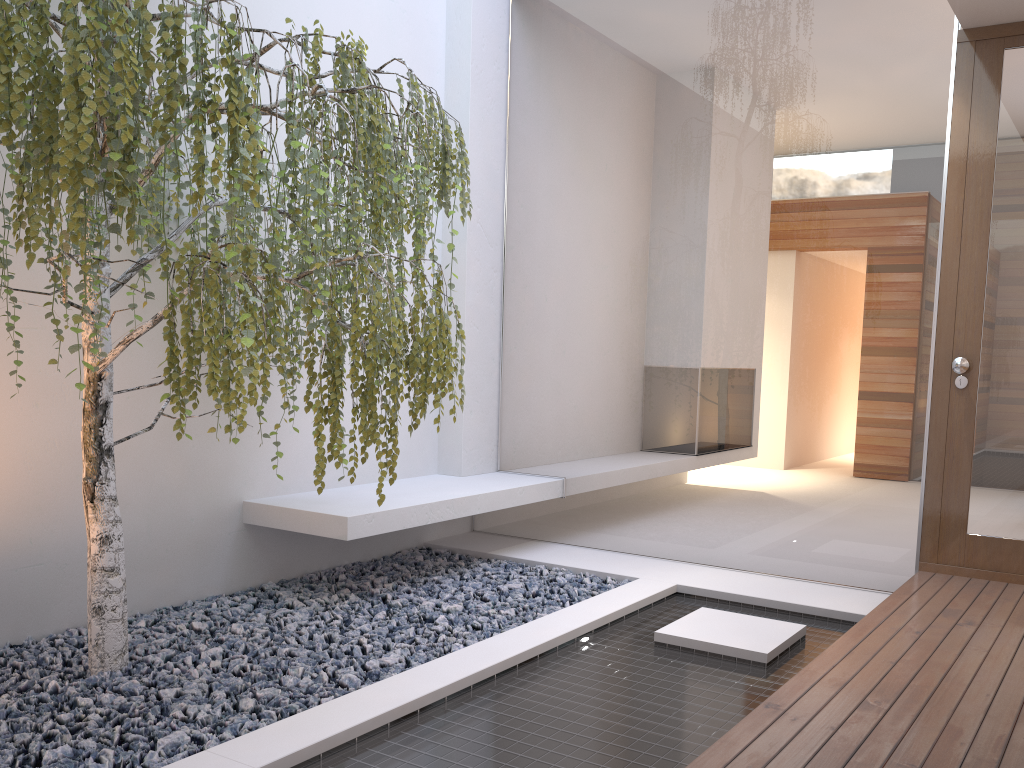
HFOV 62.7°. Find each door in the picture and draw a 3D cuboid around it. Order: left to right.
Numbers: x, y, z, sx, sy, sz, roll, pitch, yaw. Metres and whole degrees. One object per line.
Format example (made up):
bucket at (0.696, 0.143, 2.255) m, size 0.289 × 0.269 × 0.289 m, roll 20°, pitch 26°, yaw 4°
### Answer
door at (2.376, -0.320, 3.618) m, size 0.836 × 2.377 × 0.125 m, roll 3°, pitch 6°, yaw 29°

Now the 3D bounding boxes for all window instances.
window at (0.893, -0.641, 4.461) m, size 2.517 × 3.273 × 0.056 m, roll 3°, pitch 6°, yaw 28°

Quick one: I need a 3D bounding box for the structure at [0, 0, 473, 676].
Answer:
structure at (-1.092, -0.984, 2.610) m, size 1.585 × 4.012 × 2.672 m, roll 4°, pitch 5°, yaw 31°
